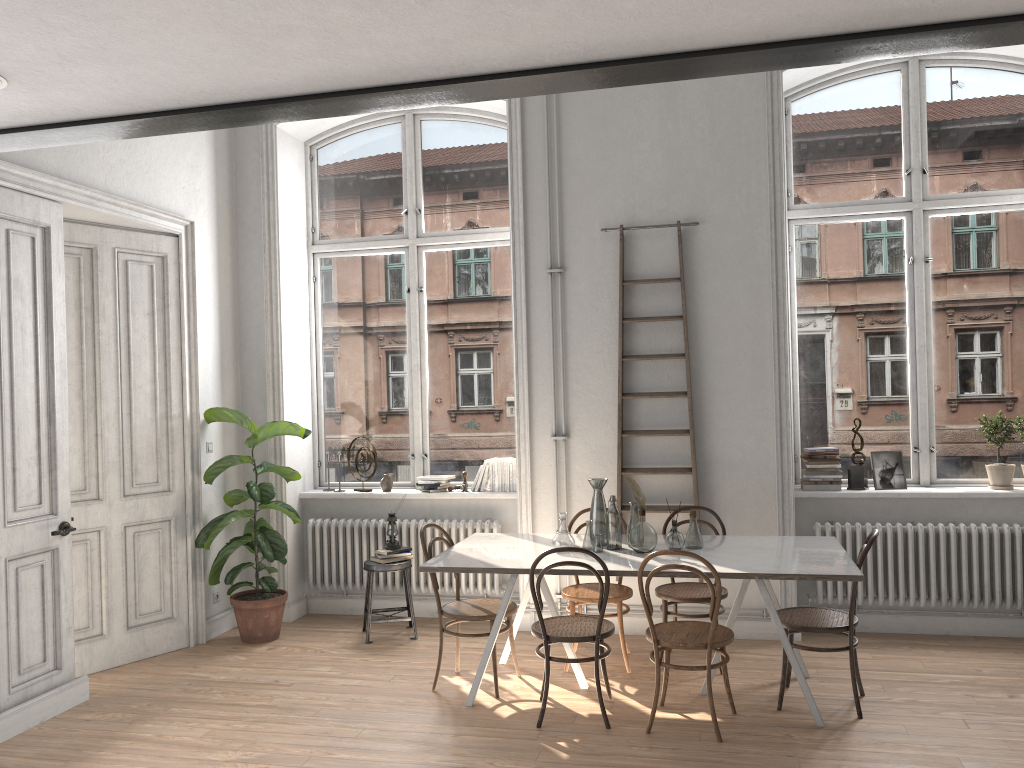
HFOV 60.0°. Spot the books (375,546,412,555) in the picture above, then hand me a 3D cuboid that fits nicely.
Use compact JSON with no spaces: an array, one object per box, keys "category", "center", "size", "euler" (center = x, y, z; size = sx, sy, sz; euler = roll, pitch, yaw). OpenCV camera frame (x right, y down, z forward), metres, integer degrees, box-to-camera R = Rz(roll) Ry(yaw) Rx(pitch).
[{"category":"books","center":[-0.835,1.175,6.251],"size":[0.221,0.027,0.147],"euler":[-1,-1,-45]}]

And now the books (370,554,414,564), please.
[{"category":"books","center":[-0.847,1.224,6.251],"size":[0.246,0.034,0.194],"euler":[-1,-1,-36]}]

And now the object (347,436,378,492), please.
[{"category":"object","center":[-1.155,0.619,6.874],"size":[0.087,0.425,0.347],"euler":[-2,0,-44]}]

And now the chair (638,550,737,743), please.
[{"category":"chair","center":[0.870,1.239,4.418],"size":[0.438,0.920,0.549],"euler":[-2,0,24]}]

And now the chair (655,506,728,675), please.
[{"category":"chair","center":[1.108,1.242,5.445],"size":[0.438,0.920,0.549],"euler":[-2,0,20]}]

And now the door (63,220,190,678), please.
[{"category":"door","center":[-2.551,0.393,5.658],"size":[0.216,2.814,1.097],"euler":[-2,0,38]}]

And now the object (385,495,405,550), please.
[{"category":"object","center":[-0.823,0.972,6.277],"size":[0.163,0.383,0.154],"euler":[-2,0,-13]}]

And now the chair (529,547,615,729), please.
[{"category":"chair","center":[0.310,1.256,4.587],"size":[0.438,0.920,0.549],"euler":[-2,0,9]}]

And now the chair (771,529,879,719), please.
[{"category":"chair","center":[1.648,1.220,4.668],"size":[0.549,0.920,0.438],"euler":[-2,0,26]}]

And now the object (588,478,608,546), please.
[{"category":"object","center":[0.503,0.743,5.143],"size":[0.116,0.383,0.116],"euler":[-2,0,25]}]

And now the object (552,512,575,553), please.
[{"category":"object","center":[0.285,0.829,4.948],"size":[0.132,0.219,0.132],"euler":[-2,0,3]}]

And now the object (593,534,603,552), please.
[{"category":"object","center":[0.478,0.887,4.936],"size":[0.058,0.094,0.058],"euler":[-2,0,42]}]

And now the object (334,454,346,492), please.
[{"category":"object","center":[-1.343,0.693,6.898],"size":[0.095,0.289,0.095],"euler":[-2,0,36]}]

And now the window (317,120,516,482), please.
[{"category":"window","center":[-0.752,-0.647,6.966],"size":[1.622,2.843,0.013],"euler":[-2,0,13]}]

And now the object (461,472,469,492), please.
[{"category":"object","center":[-0.351,0.732,6.643],"size":[0.048,0.153,0.088],"euler":[-2,0,-17]}]

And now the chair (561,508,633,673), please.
[{"category":"chair","center":[0.533,1.258,5.500],"size":[0.438,0.920,0.549],"euler":[-2,0,11]}]

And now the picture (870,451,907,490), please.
[{"category":"picture","center":[2.554,0.589,6.057],"size":[0.221,0.264,0.149],"euler":[-2,0,-3]}]

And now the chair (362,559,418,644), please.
[{"category":"chair","center":[-0.864,1.499,6.222],"size":[0.364,0.523,0.360],"euler":[-2,0,-13]}]

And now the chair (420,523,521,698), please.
[{"category":"chair","center":[-0.242,1.276,5.139],"size":[0.549,0.920,0.438],"euler":[-2,0,22]}]

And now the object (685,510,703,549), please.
[{"category":"object","center":[1.019,0.813,4.974],"size":[0.101,0.212,0.101],"euler":[-1,0,-37]}]

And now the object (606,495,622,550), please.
[{"category":"object","center":[0.574,0.781,5.011],"size":[0.086,0.301,0.086],"euler":[-2,0,-1]}]

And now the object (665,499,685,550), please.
[{"category":"object","center":[0.903,0.781,4.923],"size":[0.107,0.283,0.107],"euler":[-2,0,8]}]

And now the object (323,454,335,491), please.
[{"category":"object","center":[-1.444,0.696,6.981],"size":[0.095,0.289,0.095],"euler":[-2,0,45]}]

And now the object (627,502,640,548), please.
[{"category":"object","center":[0.702,0.801,5.056],"size":[0.098,0.255,0.100],"euler":[-2,0,-10]}]

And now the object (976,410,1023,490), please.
[{"category":"object","center":[3.316,0.429,5.836],"size":[0.500,0.524,0.234],"euler":[-2,0,3]}]

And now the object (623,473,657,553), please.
[{"category":"object","center":[0.718,0.704,4.886],"size":[0.157,0.446,0.157],"euler":[-2,0,31]}]

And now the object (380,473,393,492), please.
[{"category":"object","center":[-0.965,0.755,6.825],"size":[0.100,0.142,0.102],"euler":[-2,0,-12]}]

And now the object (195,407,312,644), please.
[{"category":"object","center":[0.619,0.792,5.396],"size":[5.827,1.842,0.792],"euler":[-2,0,18]}]

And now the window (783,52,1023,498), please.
[{"category":"window","center":[9.499,-5.271,7.584],"size":[14.386,15.935,26.397],"euler":[-2,0,13]}]

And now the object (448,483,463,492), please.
[{"category":"object","center":[-0.420,0.786,6.717],"size":[0.153,0.048,0.088],"euler":[-1,-1,-37]}]

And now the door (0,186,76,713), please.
[{"category":"door","center":[-2.657,0.386,4.489],"size":[0.216,2.814,1.097],"euler":[-2,0,15]}]

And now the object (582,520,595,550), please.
[{"category":"object","center":[0.440,0.857,5.043],"size":[0.083,0.158,0.083],"euler":[-2,0,9]}]

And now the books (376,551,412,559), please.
[{"category":"books","center":[-0.836,1.198,6.251],"size":[0.232,0.029,0.163],"euler":[-1,-1,-16]}]

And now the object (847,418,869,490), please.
[{"category":"object","center":[2.358,0.475,6.059],"size":[0.122,0.488,0.102],"euler":[-2,0,38]}]
